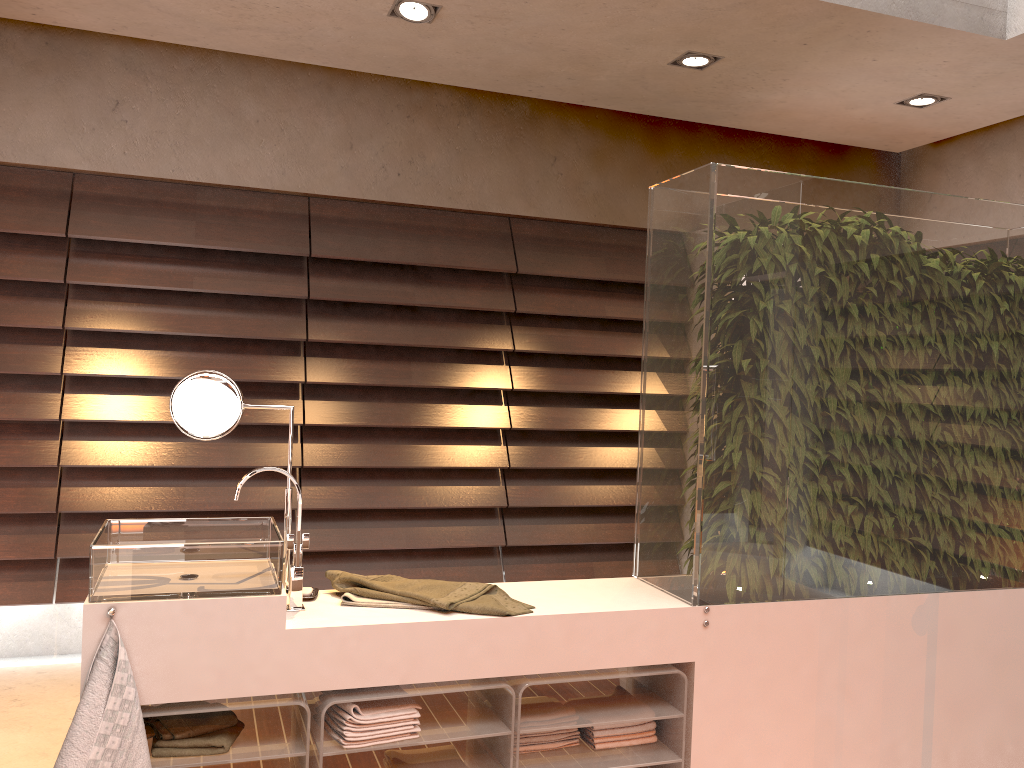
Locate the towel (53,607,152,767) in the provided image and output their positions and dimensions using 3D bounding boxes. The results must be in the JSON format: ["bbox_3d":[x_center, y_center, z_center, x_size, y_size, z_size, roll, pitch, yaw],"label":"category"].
[{"bbox_3d":[-0.874,0.783,1.880,0.252,0.598,0.121,2,1,-35],"label":"towel"}]

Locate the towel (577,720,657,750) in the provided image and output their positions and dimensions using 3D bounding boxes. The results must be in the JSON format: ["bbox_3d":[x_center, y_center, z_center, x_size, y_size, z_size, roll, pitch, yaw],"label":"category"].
[{"bbox_3d":[0.279,0.959,2.560,0.221,0.098,0.220,2,1,-20],"label":"towel"}]

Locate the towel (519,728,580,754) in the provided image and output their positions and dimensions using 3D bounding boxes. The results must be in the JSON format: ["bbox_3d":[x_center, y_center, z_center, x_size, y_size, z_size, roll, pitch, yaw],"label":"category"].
[{"bbox_3d":[0.063,0.951,2.516,0.220,0.098,0.221,2,1,-20],"label":"towel"}]

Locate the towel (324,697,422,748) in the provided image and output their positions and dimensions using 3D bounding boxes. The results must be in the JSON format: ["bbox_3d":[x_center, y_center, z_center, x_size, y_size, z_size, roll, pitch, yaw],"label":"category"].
[{"bbox_3d":[-0.358,0.814,2.223,0.221,0.098,0.220,2,1,-30],"label":"towel"}]

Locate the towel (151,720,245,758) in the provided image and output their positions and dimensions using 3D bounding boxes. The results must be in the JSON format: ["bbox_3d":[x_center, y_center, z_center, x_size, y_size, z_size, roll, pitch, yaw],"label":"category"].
[{"bbox_3d":[-0.752,0.832,2.117,0.206,0.034,0.198,2,1,-10],"label":"towel"}]

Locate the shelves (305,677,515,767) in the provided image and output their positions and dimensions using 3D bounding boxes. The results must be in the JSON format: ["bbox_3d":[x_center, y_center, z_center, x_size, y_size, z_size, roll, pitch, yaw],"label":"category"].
[{"bbox_3d":[-0.283,0.964,2.305,0.487,0.436,0.368,2,1,-21],"label":"shelves"}]

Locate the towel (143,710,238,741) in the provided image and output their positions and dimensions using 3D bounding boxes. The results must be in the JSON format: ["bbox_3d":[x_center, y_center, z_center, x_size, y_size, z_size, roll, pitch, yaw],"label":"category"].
[{"bbox_3d":[-0.786,0.817,2.153,0.192,0.062,0.192,2,1,-41],"label":"towel"}]

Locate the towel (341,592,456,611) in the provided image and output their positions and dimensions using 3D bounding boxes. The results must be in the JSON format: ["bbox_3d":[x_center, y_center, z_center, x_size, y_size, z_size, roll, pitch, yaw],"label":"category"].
[{"bbox_3d":[-0.245,0.561,2.362,0.394,0.027,0.202,2,1,1],"label":"towel"}]

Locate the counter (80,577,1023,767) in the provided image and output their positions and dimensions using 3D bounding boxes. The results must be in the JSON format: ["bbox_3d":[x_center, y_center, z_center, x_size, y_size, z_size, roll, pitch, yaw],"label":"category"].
[{"bbox_3d":[0.389,0.863,2.559,2.931,0.686,0.350,2,1,-19],"label":"counter"}]

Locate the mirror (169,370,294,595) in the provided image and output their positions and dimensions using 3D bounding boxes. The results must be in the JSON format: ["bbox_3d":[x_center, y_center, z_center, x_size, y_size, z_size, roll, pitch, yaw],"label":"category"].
[{"bbox_3d":[-0.741,0.260,2.335,0.316,0.589,0.074,2,1,-17],"label":"mirror"}]

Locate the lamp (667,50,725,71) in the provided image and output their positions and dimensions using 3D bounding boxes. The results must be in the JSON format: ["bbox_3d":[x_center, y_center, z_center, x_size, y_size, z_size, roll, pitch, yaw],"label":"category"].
[{"bbox_3d":[0.735,-1.314,3.548,0.165,0.051,0.170,2,1,-19],"label":"lamp"}]

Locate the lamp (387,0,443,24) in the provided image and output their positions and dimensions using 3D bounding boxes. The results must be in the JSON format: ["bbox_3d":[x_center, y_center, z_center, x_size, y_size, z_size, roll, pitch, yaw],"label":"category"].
[{"bbox_3d":[-0.349,-1.348,3.169,0.165,0.068,0.170,2,1,-19],"label":"lamp"}]

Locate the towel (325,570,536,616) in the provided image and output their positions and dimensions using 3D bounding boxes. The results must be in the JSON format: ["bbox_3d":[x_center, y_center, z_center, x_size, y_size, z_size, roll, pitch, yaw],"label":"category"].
[{"bbox_3d":[-0.211,0.546,2.377,0.571,0.057,0.258,3,1,22],"label":"towel"}]

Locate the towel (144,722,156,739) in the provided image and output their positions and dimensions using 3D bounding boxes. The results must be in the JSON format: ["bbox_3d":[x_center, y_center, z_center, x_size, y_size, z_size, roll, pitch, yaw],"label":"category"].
[{"bbox_3d":[-0.889,0.823,2.180,0.180,0.040,0.196,2,1,-6],"label":"towel"}]

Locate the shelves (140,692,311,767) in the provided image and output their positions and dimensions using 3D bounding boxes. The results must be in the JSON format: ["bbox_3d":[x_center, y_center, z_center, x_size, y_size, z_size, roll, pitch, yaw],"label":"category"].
[{"bbox_3d":[-0.768,0.946,2.168,0.487,0.436,0.368,2,1,-19],"label":"shelves"}]

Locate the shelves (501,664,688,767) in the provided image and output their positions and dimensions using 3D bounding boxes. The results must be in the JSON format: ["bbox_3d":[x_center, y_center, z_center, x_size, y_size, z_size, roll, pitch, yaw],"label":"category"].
[{"bbox_3d":[0.179,0.981,2.499,0.487,0.436,0.368,2,1,-19],"label":"shelves"}]

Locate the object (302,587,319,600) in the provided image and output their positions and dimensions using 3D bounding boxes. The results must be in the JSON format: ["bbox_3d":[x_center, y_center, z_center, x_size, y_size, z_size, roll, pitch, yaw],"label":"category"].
[{"bbox_3d":[-0.546,0.556,2.347,0.065,0.011,0.108,2,1,-6],"label":"object"}]

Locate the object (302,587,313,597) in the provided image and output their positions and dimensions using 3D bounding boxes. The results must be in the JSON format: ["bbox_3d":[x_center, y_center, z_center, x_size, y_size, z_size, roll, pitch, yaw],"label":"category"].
[{"bbox_3d":[-0.546,0.550,2.346,0.035,0.016,0.066,2,1,-8],"label":"object"}]

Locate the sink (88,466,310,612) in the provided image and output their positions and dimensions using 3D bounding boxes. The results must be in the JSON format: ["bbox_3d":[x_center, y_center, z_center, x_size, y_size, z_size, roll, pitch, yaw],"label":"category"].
[{"bbox_3d":[-0.739,0.378,2.152,0.486,0.357,0.340,2,1,-19],"label":"sink"}]

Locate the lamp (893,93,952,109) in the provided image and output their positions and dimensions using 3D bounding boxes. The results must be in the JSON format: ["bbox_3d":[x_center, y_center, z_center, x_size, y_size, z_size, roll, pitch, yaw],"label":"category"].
[{"bbox_3d":[1.817,-1.275,3.927,0.165,0.051,0.170,2,1,-19],"label":"lamp"}]
